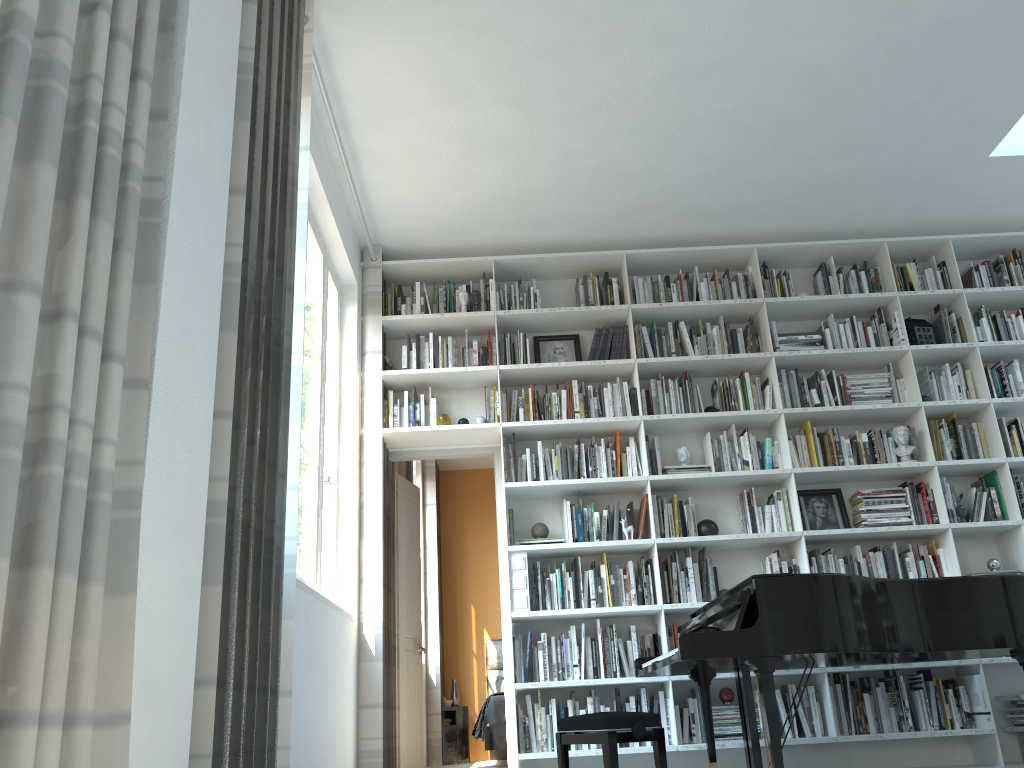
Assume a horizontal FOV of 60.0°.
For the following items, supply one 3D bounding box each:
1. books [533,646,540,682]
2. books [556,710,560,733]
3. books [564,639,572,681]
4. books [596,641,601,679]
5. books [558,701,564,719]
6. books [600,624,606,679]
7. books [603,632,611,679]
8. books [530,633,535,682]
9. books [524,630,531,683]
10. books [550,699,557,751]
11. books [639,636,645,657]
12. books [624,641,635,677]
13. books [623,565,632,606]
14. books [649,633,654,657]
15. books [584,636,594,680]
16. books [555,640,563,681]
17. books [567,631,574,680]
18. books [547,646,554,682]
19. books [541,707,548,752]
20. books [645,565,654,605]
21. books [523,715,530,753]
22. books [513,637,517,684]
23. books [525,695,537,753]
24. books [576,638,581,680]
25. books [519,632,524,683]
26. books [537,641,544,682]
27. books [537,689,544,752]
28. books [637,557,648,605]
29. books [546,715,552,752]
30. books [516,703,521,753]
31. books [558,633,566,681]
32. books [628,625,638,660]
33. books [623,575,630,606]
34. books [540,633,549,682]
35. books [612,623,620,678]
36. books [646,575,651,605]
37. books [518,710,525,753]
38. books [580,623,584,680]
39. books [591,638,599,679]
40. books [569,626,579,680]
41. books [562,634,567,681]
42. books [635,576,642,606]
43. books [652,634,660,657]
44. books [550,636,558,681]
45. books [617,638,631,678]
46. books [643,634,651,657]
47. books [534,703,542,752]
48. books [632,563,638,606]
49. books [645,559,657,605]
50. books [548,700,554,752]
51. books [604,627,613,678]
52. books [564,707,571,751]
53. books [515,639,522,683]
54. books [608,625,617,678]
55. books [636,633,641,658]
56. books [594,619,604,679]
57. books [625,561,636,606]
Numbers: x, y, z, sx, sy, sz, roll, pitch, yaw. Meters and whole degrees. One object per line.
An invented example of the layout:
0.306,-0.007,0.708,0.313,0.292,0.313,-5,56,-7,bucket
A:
0.137,1.583,4.984,0.024,0.197,0.149,-3,-21,-1,books
0.255,1.900,4.863,0.022,0.205,0.159,-3,-21,-1,books
0.311,1.555,4.980,0.028,0.228,0.158,-3,-21,-1,books
0.481,1.560,4.989,0.013,0.208,0.155,-3,-21,-1,books
0.276,1.878,4.875,0.022,0.251,0.140,-3,-21,-1,books
0.505,1.514,4.993,0.012,0.294,0.177,-3,-21,-1,books
0.526,1.539,5.003,0.029,0.253,0.153,-3,-21,-1,books
0.118,1.548,4.997,0.010,0.272,0.150,-3,-21,-1,books
0.086,1.538,4.979,0.052,0.282,0.173,-3,-21,-1,books
0.231,1.867,4.859,0.023,0.265,0.178,-3,-21,-1,books
0.728,1.544,5.007,0.030,0.226,0.141,-3,-21,-1,books
0.663,1.559,5.002,0.030,0.202,0.142,-3,-21,-1,books
0.668,1.184,5.126,0.010,0.245,0.160,-3,-21,-1,books
0.779,1.535,5.003,0.026,0.235,0.141,-3,-21,-1,books
0.430,1.551,4.998,0.031,0.238,0.132,-3,-21,-1,books
0.261,1.557,4.968,0.028,0.222,0.189,-3,-21,-1,books
0.330,1.540,5.006,0.013,0.272,0.146,-3,-21,-1,books
0.213,1.581,4.991,0.025,0.199,0.137,-3,-21,-1,books
0.175,1.891,4.856,0.022,0.225,0.155,-3,-21,-1,books
0.791,1.177,5.116,0.010,0.239,0.175,-3,-21,-1,books
0.078,1.907,4.836,0.029,0.189,0.177,-3,-21,-1,books
0.016,1.563,4.993,0.012,0.253,0.161,-3,-21,-1,books
0.105,1.863,4.869,0.044,0.292,0.182,-3,-21,-1,books
0.371,1.556,4.995,0.012,0.231,0.149,-3,-21,-1,books
0.055,1.540,4.970,0.011,0.276,0.190,-3,-21,-1,books
0.160,1.564,4.968,0.022,0.219,0.188,-3,-21,-1,books
0.157,1.850,4.877,0.011,0.317,0.158,-3,-21,-1,books
0.754,1.155,5.117,0.014,0.285,0.180,-3,-21,-1,books
0.198,1.911,4.856,0.022,0.185,0.146,-3,-21,-1,books
0.034,1.889,4.871,0.012,0.253,0.161,-3,-21,-1,books
0.280,1.541,4.976,0.013,0.256,0.190,-3,-21,-1,books
0.689,1.515,5.009,0.025,0.286,0.131,-3,-21,-1,books
0.653,1.211,5.121,0.023,0.193,0.140,-3,-21,-1,books
0.184,1.543,4.982,0.029,0.265,0.172,-3,-21,-1,books
0.581,1.509,4.999,0.013,0.300,0.173,-3,-21,-1,books
0.775,1.212,5.131,0.023,0.186,0.131,-3,-21,-1,books
0.052,1.906,4.865,0.023,0.215,0.159,-3,-21,-1,books
0.394,1.513,4.989,0.039,0.306,0.173,-3,-21,-1,books
0.460,1.554,4.992,0.028,0.224,0.135,-3,-21,-1,books
0.350,1.525,5.004,0.027,0.298,0.143,-3,-21,-1,books
0.292,1.541,4.971,0.010,0.251,0.178,-3,-21,-1,books
0.729,1.212,5.117,0.041,0.181,0.142,-3,-21,-1,books
0.807,1.533,4.994,0.030,0.229,0.152,-3,-21,-1,books
0.236,1.558,5.004,0.022,0.247,0.134,-3,-21,-1,books
0.619,1.548,4.986,0.059,0.215,0.178,-3,-21,-1,books
0.755,1.527,4.968,0.023,0.227,0.191,-3,-21,-1,books
0.141,1.886,4.867,0.024,0.245,0.143,-3,-21,-1,books
0.701,1.177,5.130,0.013,0.259,0.143,-3,-21,-1,books
0.807,1.166,5.144,0.024,0.279,0.136,-3,-21,-1,books
0.213,1.868,4.852,0.013,0.260,0.174,-3,-21,-1,books
0.546,1.525,5.011,0.013,0.283,0.139,-3,-21,-1,books
0.299,1.888,4.861,0.022,0.220,0.164,-3,-21,-1,books
0.037,1.564,4.978,0.029,0.238,0.155,-3,-21,-1,books
0.564,1.517,5.001,0.022,0.289,0.138,-3,-21,-1,books
0.708,1.527,4.976,0.011,0.238,0.175,-3,-21,-1,books
0.491,1.498,4.990,0.014,0.324,0.171,-3,-21,-1,books
0.684,1.168,5.113,0.021,0.264,0.186,-3,-21,-1,books
